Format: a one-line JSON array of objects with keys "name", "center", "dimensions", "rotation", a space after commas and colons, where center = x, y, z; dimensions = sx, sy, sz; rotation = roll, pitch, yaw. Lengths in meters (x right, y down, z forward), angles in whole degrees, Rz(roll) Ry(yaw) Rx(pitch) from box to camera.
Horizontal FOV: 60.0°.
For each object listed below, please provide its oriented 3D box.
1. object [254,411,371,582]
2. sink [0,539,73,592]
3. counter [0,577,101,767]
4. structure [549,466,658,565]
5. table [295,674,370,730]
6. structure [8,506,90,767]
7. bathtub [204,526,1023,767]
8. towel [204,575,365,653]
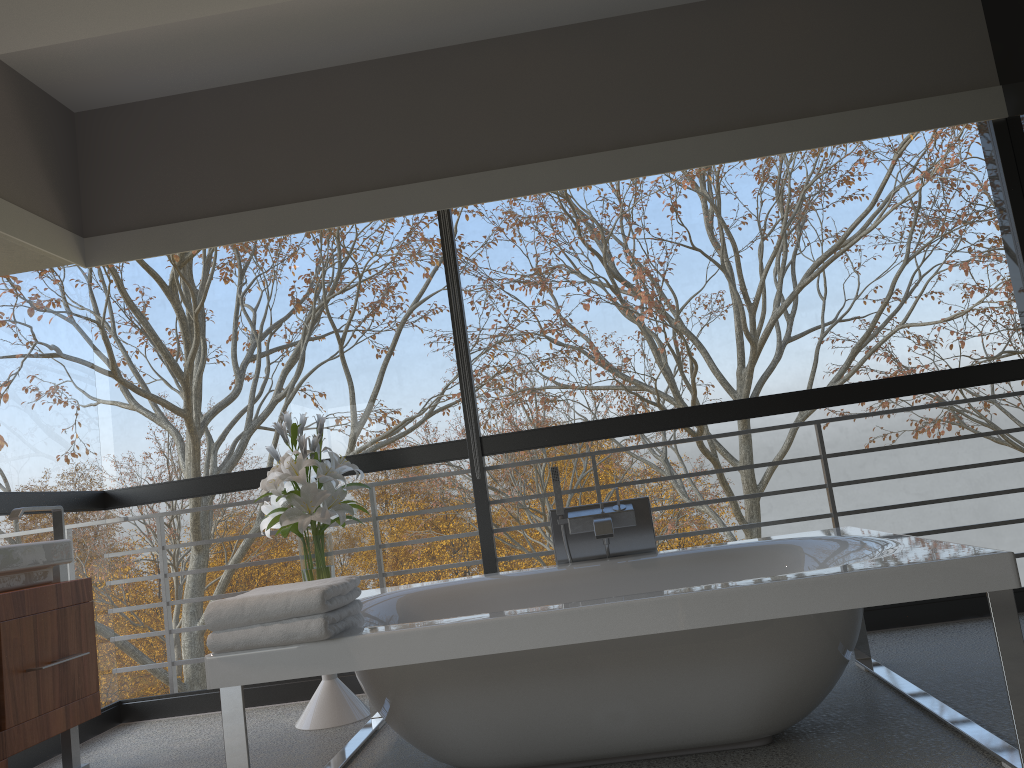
[{"name": "object", "center": [-0.854, 0.499, 3.710], "dimensions": [0.449, 0.797, 0.459], "rotation": [-13, -9, 32]}, {"name": "sink", "center": [-1.810, 0.562, 2.876], "dimensions": [0.352, 0.266, 0.749], "rotation": [-8, -7, 4]}, {"name": "counter", "center": [-1.744, 0.969, 2.266], "dimensions": [0.524, 0.705, 1.846], "rotation": [-8, -7, 4]}, {"name": "structure", "center": [0.370, 0.732, 3.366], "dimensions": [0.402, 0.886, 0.329], "rotation": [-8, -8, 4]}, {"name": "table", "center": [-0.754, 1.124, 3.629], "dimensions": [0.307, 0.479, 0.307], "rotation": [-6, -8, -12]}, {"name": "structure", "center": [-1.693, 0.944, 3.234], "dimensions": [0.069, 0.990, 0.303], "rotation": [-8, -8, 4]}, {"name": "bathtub", "center": [0.296, 0.853, 2.747], "dimensions": [1.958, 0.505, 1.326], "rotation": [-8, -7, 4]}, {"name": "towel", "center": [-0.582, 0.604, 2.320], "dimensions": [0.322, 0.145, 0.305], "rotation": [-9, -7, 7]}]
